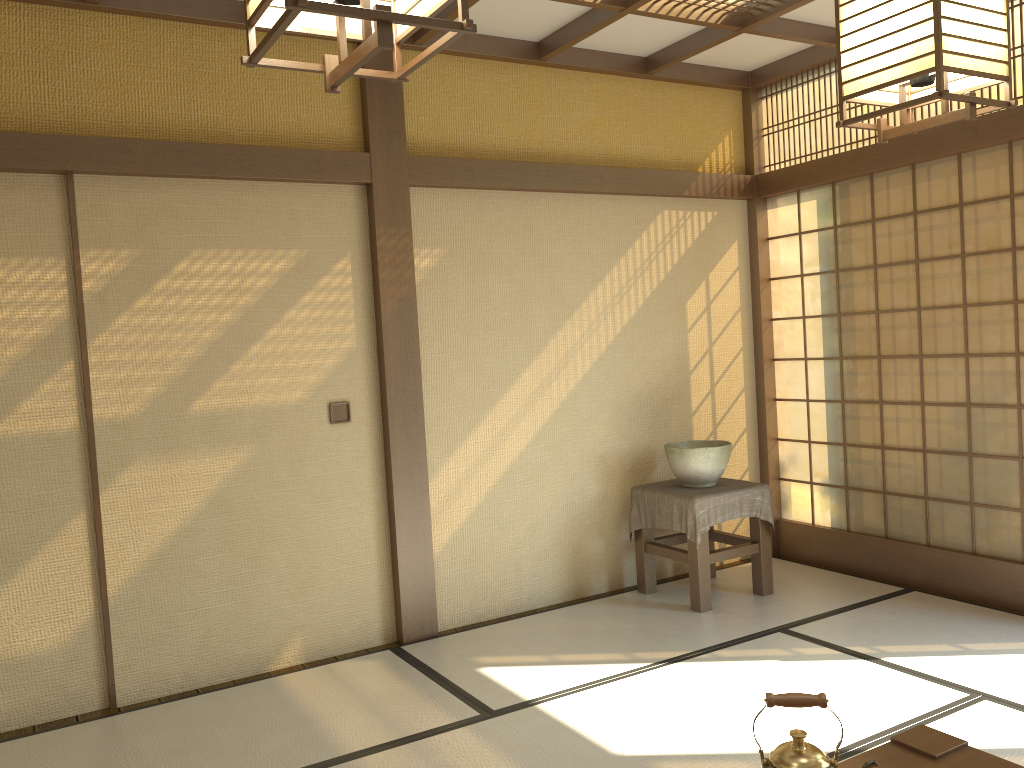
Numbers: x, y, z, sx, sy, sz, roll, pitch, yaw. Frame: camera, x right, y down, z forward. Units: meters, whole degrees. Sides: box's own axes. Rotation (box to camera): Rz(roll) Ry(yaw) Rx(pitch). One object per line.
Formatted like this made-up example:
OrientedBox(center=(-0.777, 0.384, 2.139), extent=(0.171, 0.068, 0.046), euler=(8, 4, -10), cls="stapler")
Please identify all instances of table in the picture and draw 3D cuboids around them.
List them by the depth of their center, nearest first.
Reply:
OrientedBox(center=(0.913, 1.114, 1.669), extent=(1.000, 0.350, 1.000), euler=(-5, 3, -30), cls="table")
OrientedBox(center=(1.027, 0.842, 4.826), extent=(0.629, 0.595, 0.633), euler=(-5, 3, -30), cls="table")

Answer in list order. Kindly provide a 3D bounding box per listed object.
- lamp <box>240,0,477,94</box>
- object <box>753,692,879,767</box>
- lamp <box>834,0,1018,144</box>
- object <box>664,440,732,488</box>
OrientedBox(center=(-0.235, -0.966, 1.121), extent=(0.240, 1.129, 0.240), euler=(-5, 3, -30), cls="lamp")
OrientedBox(center=(0.622, 0.808, 1.897), extent=(0.226, 0.296, 0.219), euler=(-5, 3, -35), cls="object")
OrientedBox(center=(0.771, -1.053, 1.703), extent=(0.240, 1.129, 0.240), euler=(-5, 3, -30), cls="lamp")
OrientedBox(center=(1.009, 0.436, 4.797), extent=(0.358, 0.230, 0.357), euler=(-2, 3, 30), cls="object")
